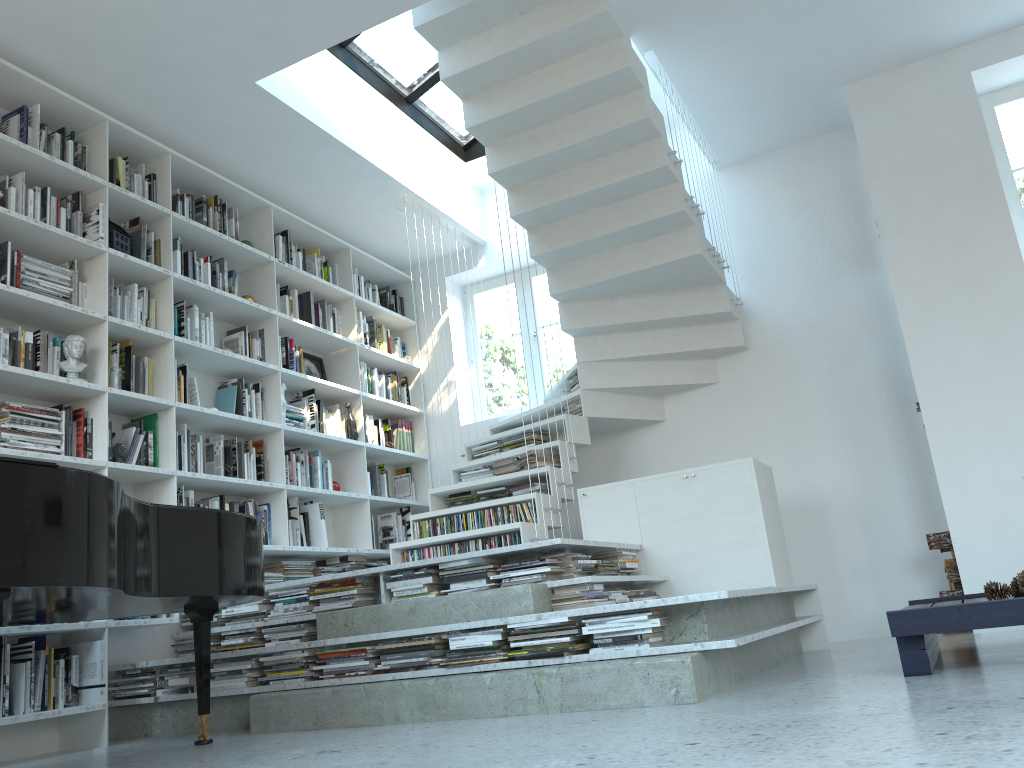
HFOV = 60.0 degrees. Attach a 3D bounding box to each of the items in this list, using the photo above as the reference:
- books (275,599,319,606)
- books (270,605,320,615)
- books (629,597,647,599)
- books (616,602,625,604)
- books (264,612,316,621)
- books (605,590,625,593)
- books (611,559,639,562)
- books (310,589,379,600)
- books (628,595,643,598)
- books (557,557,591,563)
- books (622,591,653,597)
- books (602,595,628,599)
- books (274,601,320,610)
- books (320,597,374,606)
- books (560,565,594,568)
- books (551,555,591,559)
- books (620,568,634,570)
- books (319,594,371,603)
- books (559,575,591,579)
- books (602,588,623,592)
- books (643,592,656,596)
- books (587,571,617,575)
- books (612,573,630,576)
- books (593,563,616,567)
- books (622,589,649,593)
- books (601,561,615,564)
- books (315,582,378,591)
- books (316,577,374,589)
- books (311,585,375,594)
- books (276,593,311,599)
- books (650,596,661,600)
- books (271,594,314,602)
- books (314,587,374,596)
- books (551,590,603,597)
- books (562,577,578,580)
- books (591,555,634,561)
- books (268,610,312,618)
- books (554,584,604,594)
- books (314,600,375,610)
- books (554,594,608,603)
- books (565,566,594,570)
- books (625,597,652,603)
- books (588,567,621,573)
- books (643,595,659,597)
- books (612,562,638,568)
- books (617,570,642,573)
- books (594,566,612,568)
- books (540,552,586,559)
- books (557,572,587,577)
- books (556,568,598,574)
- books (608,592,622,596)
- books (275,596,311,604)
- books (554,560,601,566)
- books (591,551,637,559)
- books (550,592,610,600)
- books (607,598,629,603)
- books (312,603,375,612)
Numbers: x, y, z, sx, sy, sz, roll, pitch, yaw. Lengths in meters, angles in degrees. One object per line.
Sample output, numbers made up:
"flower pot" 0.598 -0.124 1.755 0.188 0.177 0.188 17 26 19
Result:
"books" -1.079 1.118 4.540 0.215 0.013 0.150 -14 -17 24
"books" -1.082 1.150 4.517 0.242 0.023 0.164 -15 -17 28
"books" 0.557 1.063 4.374 0.161 0.005 0.254 -12 -16 20
"books" 0.423 1.033 4.123 0.153 0.015 0.208 -13 -16 22
"books" -1.081 1.177 4.506 0.297 0.012 0.184 -13 -17 23
"books" 0.415 0.977 4.138 0.153 0.005 0.242 -14 -17 25
"books" 0.534 0.939 4.656 0.180 0.012 0.262 -15 -17 28
"books" -0.833 1.047 4.408 0.293 0.017 0.179 -14 -17 25
"books" 0.540 1.060 4.383 0.129 0.009 0.273 -15 -17 27
"books" 0.256 0.833 4.158 0.154 0.018 0.221 -14 -17 25
"books" 0.562 1.042 4.375 0.190 0.018 0.288 -13 -17 23
"books" 0.423 1.001 4.129 0.158 0.012 0.273 -13 -16 22
"books" -1.079 1.132 4.532 0.221 0.018 0.154 -13 -17 23
"books" -0.820 1.084 4.417 0.237 0.017 0.138 -13 -17 23
"books" 0.263 0.859 4.149 0.153 0.009 0.261 -15 -17 27
"books" 0.262 0.818 4.158 0.159 0.009 0.229 -12 -16 20
"books" 0.524 0.984 4.652 0.160 0.014 0.268 -13 -17 23
"books" -0.827 1.065 4.411 0.203 0.018 0.159 -13 -16 22
"books" 0.264 0.906 4.139 0.148 0.012 0.227 -13 -16 22
"books" 0.412 0.969 4.141 0.149 0.013 0.220 -13 -17 23
"books" 0.656 1.101 4.619 0.133 0.014 0.229 -13 -17 23
"books" 0.399 0.943 4.383 0.177 0.015 0.215 -14 -17 25
"books" 0.522 1.007 4.648 0.132 0.016 0.263 -12 -16 19
"books" 0.393 0.907 4.393 0.173 0.013 0.246 -13 -17 23
"books" 0.549 1.030 4.376 0.177 0.009 0.275 -14 -17 24
"books" 0.398 0.894 4.393 0.173 0.011 0.204 -12 -16 19
"books" -0.827 1.017 4.437 0.296 0.013 0.129 -13 -16 22
"books" -0.834 0.995 4.432 0.262 0.028 0.139 -15 -17 29
"books" -0.837 1.022 4.411 0.261 0.009 0.187 -13 -17 23
"books" -1.085 1.086 4.543 0.179 0.010 0.160 -14 -17 24
"books" 0.667 1.121 4.610 0.151 0.017 0.234 -14 -17 25
"books" -1.087 1.094 4.536 0.234 0.008 0.167 -13 -17 23
"books" -0.833 1.033 4.414 0.254 0.012 0.161 -15 -17 28
"books" 0.284 0.920 3.892 0.132 0.010 0.257 -15 -17 28
"books" 0.278 0.916 4.130 0.178 0.015 0.217 -13 -16 22
"books" 0.525 0.923 4.663 0.167 0.024 0.192 -15 -17 29
"books" -1.084 1.165 4.505 0.235 0.012 0.190 -13 -16 22
"books" 0.294 0.900 3.891 0.157 0.025 0.234 -12 -16 19
"books" -0.828 1.095 4.394 0.247 0.014 0.178 -13 -16 22
"books" 0.301 0.939 3.879 0.168 0.012 0.210 -15 -17 28
"books" 0.267 0.869 4.145 0.168 0.012 0.210 -14 -17 25
"books" 0.563 1.073 4.368 0.177 0.018 0.251 -15 -17 27
"books" 0.411 0.926 4.380 0.188 0.014 0.274 -12 -16 19
"books" 0.662 1.110 4.614 0.133 0.007 0.225 -15 -17 28
"books" 0.529 0.961 4.654 0.177 0.030 0.284 -14 -17 25
"books" 0.543 0.990 4.641 0.181 0.008 0.281 -15 -17 29
"books" 0.389 0.919 4.392 0.160 0.010 0.180 -14 -17 26
"books" 0.242 0.811 4.169 0.129 0.016 0.261 -13 -17 23
"books" 0.258 0.895 4.144 0.131 0.012 0.208 -12 -16 20
"books" 0.277 0.878 4.138 0.189 0.013 0.215 -13 -17 23
"books" 0.411 0.989 4.138 0.134 0.018 0.211 -15 -17 27
"books" -1.082 1.105 4.540 0.221 0.013 0.145 -15 -17 27
"books" 0.281 0.843 4.143 0.190 0.015 0.230 -15 -17 29
"books" 0.533 0.903 4.663 0.181 0.013 0.286 -12 -16 19
"books" 0.296 0.928 3.884 0.159 0.012 0.293 -15 -17 27
"books" 0.434 1.014 4.121 0.169 0.019 0.232 -12 -16 19
"books" -0.829 1.105 4.385 0.254 0.011 0.182 -15 -17 28
